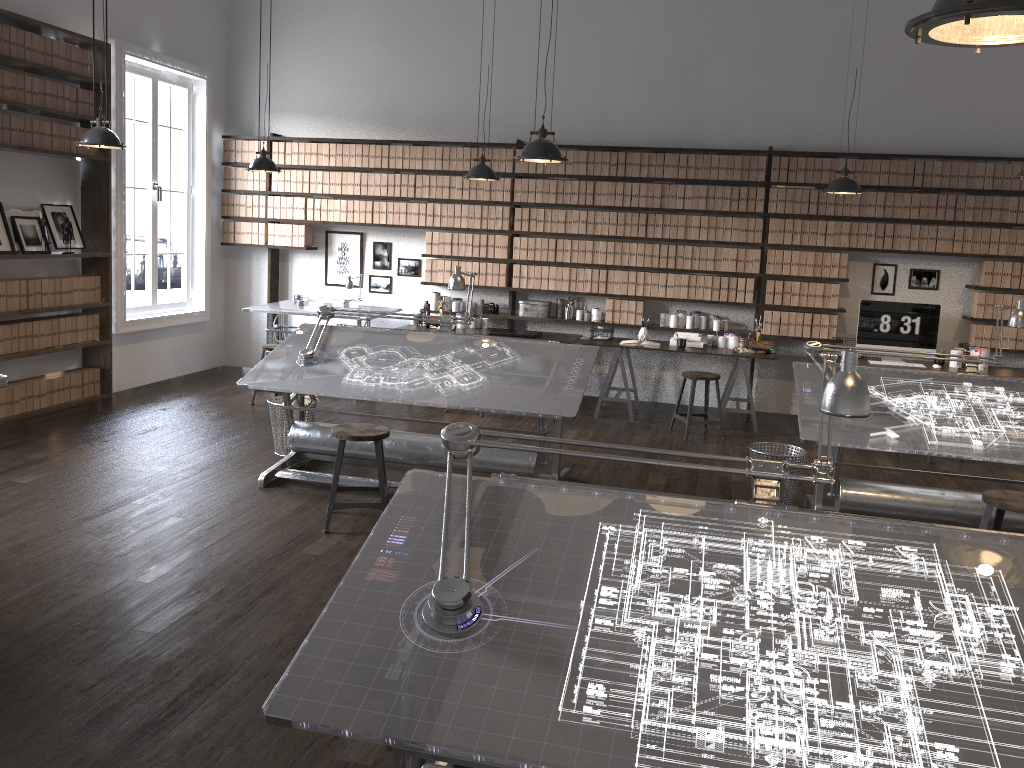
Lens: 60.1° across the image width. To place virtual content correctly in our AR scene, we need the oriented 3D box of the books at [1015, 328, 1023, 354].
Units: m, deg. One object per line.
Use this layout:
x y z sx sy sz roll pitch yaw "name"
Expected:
4.378 -0.383 7.663 0.067 0.224 0.175 5 8 13 "books"

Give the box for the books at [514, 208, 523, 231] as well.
0.078 -1.586 8.563 0.067 0.224 0.175 5 8 13 "books"

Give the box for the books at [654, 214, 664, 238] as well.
1.374 -1.468 8.260 0.067 0.224 0.175 5 8 13 "books"

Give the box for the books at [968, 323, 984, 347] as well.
4.054 -0.412 7.738 0.067 0.224 0.175 5 8 13 "books"

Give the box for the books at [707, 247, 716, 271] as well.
1.840 -1.152 8.182 0.067 0.224 0.175 5 8 13 "books"

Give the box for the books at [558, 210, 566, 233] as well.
0.494 -1.548 8.461 0.067 0.224 0.175 5 8 13 "books"

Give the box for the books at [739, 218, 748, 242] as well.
2.112 -1.401 8.089 0.067 0.224 0.175 5 8 13 "books"

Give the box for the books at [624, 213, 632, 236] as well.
1.097 -1.494 8.327 0.067 0.224 0.175 5 8 13 "books"

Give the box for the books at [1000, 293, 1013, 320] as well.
4.256 -0.668 7.659 0.067 0.224 0.175 5 8 13 "books"

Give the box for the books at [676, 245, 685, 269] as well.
1.570 -1.177 8.251 0.067 0.224 0.175 5 8 13 "books"

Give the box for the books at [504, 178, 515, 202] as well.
-0.022 -1.867 8.551 0.067 0.224 0.175 5 8 13 "books"

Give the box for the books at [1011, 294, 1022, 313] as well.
4.325 -0.661 7.639 0.067 0.224 0.175 5 8 13 "books"

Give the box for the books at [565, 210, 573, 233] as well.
0.560 -1.543 8.451 0.067 0.224 0.175 5 8 13 "books"

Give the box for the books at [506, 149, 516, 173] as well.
-0.002 -2.139 8.515 0.067 0.224 0.175 5 8 13 "books"

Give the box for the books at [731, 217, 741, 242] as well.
2.048 -1.407 8.103 0.067 0.224 0.175 5 8 13 "books"

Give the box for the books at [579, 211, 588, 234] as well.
0.690 -1.530 8.417 0.067 0.224 0.175 5 8 13 "books"

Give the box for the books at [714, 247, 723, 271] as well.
1.906 -1.147 8.171 0.067 0.224 0.175 5 8 13 "books"

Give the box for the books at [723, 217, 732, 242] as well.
1.978 -1.414 8.123 0.067 0.224 0.175 5 8 13 "books"

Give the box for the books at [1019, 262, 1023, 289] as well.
4.381 -0.928 7.598 0.067 0.224 0.175 5 8 13 "books"

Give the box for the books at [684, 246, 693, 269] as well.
1.638 -1.170 8.230 0.067 0.224 0.175 5 8 13 "books"

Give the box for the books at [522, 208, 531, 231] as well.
0.149 -1.579 8.542 0.067 0.224 0.175 5 8 13 "books"

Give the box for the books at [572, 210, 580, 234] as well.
0.620 -1.537 8.435 0.067 0.224 0.175 5 8 13 "books"

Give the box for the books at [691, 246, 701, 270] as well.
1.707 -1.165 8.218 0.067 0.224 0.175 5 8 13 "books"

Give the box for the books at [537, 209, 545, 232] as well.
0.291 -1.566 8.510 0.067 0.224 0.175 5 8 13 "books"

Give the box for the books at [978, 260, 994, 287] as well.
4.103 -0.954 7.667 0.067 0.224 0.175 5 8 13 "books"

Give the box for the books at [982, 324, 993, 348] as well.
4.118 -0.405 7.717 0.067 0.224 0.175 5 8 13 "books"

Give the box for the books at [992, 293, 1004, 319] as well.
4.189 -0.674 7.678 0.067 0.224 0.175 5 8 13 "books"

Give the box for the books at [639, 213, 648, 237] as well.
1.232 -1.481 8.292 0.067 0.224 0.175 5 8 13 "books"

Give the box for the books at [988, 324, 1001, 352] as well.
4.184 -0.400 7.707 0.067 0.224 0.175 5 8 13 "books"

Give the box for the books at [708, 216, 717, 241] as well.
1.843 -1.427 8.156 0.067 0.224 0.175 5 8 13 "books"

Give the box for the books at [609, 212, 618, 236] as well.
0.964 -1.505 8.353 0.067 0.224 0.175 5 8 13 "books"

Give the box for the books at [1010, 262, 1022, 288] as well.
4.310 -0.935 7.620 0.067 0.224 0.175 5 8 13 "books"

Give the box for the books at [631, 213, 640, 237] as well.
1.161 -1.488 8.314 0.067 0.224 0.175 5 8 13 "books"

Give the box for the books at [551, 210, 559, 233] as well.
0.430 -1.555 8.482 0.067 0.224 0.175 5 8 13 "books"

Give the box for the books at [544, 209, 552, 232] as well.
0.361 -1.561 8.498 0.067 0.224 0.175 5 8 13 "books"

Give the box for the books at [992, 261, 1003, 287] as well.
4.172 -0.948 7.651 0.067 0.224 0.175 5 8 13 "books"

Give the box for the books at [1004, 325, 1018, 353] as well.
4.309 -0.388 7.675 0.067 0.224 0.175 5 8 13 "books"

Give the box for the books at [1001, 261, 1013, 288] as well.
4.239 -0.941 7.631 0.067 0.224 0.175 5 8 13 "books"

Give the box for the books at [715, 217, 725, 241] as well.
1.911 -1.421 8.142 0.067 0.224 0.175 5 8 13 "books"

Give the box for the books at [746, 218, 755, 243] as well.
2.175 -1.396 8.079 0.067 0.224 0.175 5 8 13 "books"

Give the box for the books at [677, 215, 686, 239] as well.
1.577 -1.450 8.212 0.067 0.224 0.175 5 8 13 "books"

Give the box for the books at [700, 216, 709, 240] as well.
1.774 -1.432 8.168 0.067 0.224 0.175 5 8 13 "books"

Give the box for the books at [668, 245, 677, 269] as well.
1.495 -1.183 8.262 0.067 0.224 0.175 5 8 13 "books"

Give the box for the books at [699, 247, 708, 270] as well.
1.776 -1.158 8.202 0.067 0.224 0.175 5 8 13 "books"

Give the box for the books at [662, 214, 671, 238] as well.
1.444 -1.463 8.249 0.067 0.224 0.175 5 8 13 "books"

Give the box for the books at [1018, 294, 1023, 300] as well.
4.390 -0.655 7.624 0.067 0.224 0.175 5 8 13 "books"

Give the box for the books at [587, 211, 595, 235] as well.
0.760 -1.525 8.405 0.067 0.224 0.175 5 8 13 "books"

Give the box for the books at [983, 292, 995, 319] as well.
4.120 -0.680 7.692 0.067 0.224 0.175 5 8 13 "books"

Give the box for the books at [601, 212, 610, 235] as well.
0.895 -1.512 8.372 0.067 0.224 0.175 5 8 13 "books"

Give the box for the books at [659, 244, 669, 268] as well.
1.425 -1.190 8.284 0.067 0.224 0.175 5 8 13 "books"

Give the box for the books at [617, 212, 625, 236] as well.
1.035 -1.499 8.336 0.067 0.224 0.175 5 8 13 "books"

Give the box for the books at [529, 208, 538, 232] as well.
0.223 -1.573 8.530 0.067 0.224 0.175 5 8 13 "books"

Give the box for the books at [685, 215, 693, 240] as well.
1.643 -1.445 8.202 0.067 0.224 0.175 5 8 13 "books"

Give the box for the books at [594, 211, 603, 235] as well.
0.828 -1.519 8.391 0.067 0.224 0.175 5 8 13 "books"

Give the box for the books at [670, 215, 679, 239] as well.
1.513 -1.457 8.233 0.067 0.224 0.175 5 8 13 "books"

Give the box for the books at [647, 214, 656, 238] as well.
1.306 -1.475 8.281 0.067 0.224 0.175 5 8 13 "books"

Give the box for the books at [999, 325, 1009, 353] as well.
4.245 -0.394 7.691 0.067 0.224 0.175 5 8 13 "books"

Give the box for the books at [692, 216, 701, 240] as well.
1.704 -1.439 8.186 0.067 0.224 0.175 5 8 13 "books"
